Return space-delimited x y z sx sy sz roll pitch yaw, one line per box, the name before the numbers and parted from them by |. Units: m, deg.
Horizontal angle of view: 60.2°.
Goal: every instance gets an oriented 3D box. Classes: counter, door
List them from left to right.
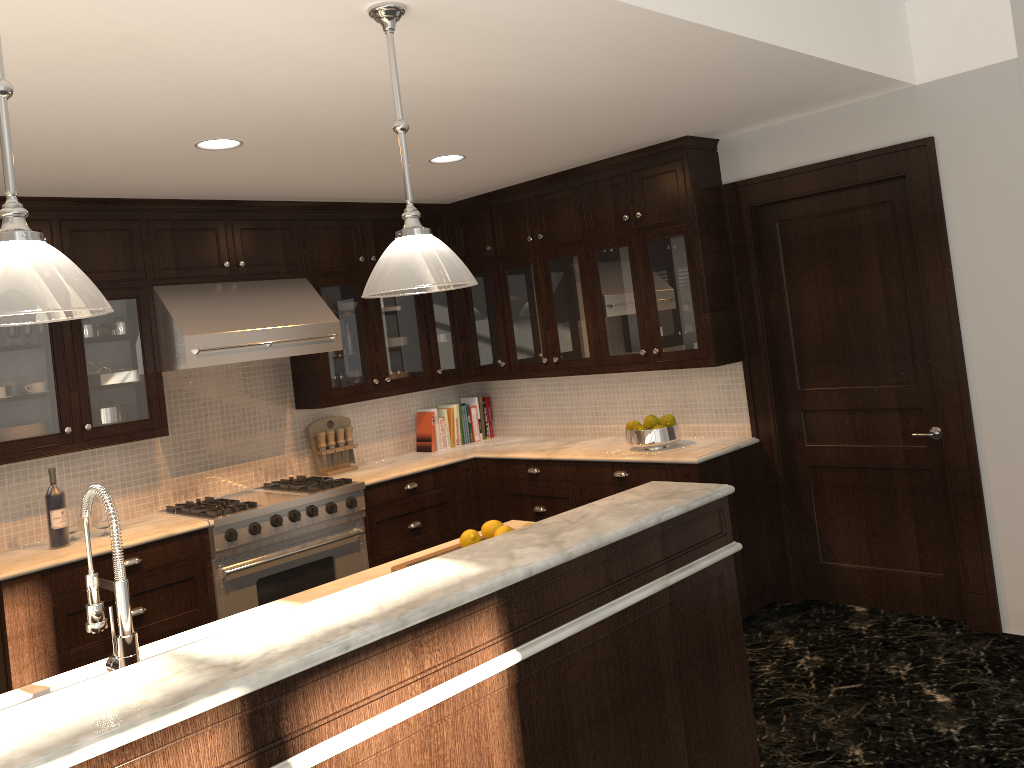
counter | -0.638 0.730 2.199 1.048 0.032 2.886 -3 5 45
counter | -0.402 0.531 1.953 0.326 0.032 2.872 -3 5 45
counter | -0.614 0.578 4.545 2.302 0.032 3.388 -3 5 45
door | 1.788 0.080 4.587 0.109 2.191 0.858 -5 -2 -45

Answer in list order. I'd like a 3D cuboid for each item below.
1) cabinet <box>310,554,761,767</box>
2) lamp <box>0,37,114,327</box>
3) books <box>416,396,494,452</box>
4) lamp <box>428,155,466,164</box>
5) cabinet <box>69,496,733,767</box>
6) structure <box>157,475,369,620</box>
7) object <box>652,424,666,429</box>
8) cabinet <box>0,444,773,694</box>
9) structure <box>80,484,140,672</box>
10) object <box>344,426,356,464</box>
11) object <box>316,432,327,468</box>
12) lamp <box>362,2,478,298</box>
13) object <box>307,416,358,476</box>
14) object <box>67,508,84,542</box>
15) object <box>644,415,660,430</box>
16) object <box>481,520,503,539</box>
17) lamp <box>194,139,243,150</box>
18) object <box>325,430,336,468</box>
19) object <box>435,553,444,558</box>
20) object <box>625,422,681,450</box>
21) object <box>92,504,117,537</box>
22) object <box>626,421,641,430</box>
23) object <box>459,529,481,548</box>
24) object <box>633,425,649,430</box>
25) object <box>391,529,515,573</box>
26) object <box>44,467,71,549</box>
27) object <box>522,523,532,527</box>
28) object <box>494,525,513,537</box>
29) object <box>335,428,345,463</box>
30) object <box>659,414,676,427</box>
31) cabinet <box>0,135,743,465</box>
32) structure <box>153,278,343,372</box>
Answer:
cabinet | -0.584 1.169 2.191 2.865 0.915 1.020 -10 3 -45
lamp | -0.992 -0.514 1.722 0.319 0.785 0.315 -6 -1 -31
books | -0.415 0.275 6.249 0.193 0.312 0.607 -7 2 45
lamp | -0.345 -1.234 4.594 0.198 0.137 0.197 -7 2 -10
cabinet | -0.398 0.624 1.943 0.291 0.153 2.854 -5 4 45
structure | -1.340 1.018 4.902 0.911 0.840 0.714 -8 1 -45
object | 0.824 0.274 4.912 0.091 0.098 0.092 -7 1 -15
cabinet | -0.558 1.033 4.531 2.302 0.882 3.388 -4 4 45
structure | -0.922 0.494 2.010 0.242 0.532 0.051 -8 -2 45
object | -1.031 0.388 5.627 0.061 0.238 0.061 -7 -1 9
object | -1.175 0.410 5.482 0.060 0.229 0.061 -8 -2 27
lamp | -0.298 -0.643 2.417 0.319 0.785 0.315 -6 -1 -31
object | -1.112 0.383 5.562 0.318 0.350 0.109 -8 0 -45
object | -2.159 0.690 4.322 0.112 0.151 0.113 -7 0 38
object | 0.791 0.223 4.980 0.095 0.100 0.091 -7 1 22
object | -0.066 0.524 3.163 0.083 0.072 0.080 -8 1 -30
lamp | -1.236 -1.068 3.701 0.197 0.137 0.198 -7 2 10
object | -1.128 0.406 5.529 0.061 0.238 0.061 -7 -1 15
object | -0.162 0.584 2.888 0.042 0.014 0.329 -9 4 -34
object | 0.796 0.299 4.996 0.316 0.122 0.320 -5 4 39
object | -2.009 0.670 4.350 0.112 0.151 0.113 -7 0 38
object | 0.692 0.256 5.009 0.090 0.099 0.093 -7 1 13
object | -0.144 0.542 3.062 0.082 0.074 0.080 -6 1 33
object | 0.726 0.275 4.941 0.100 0.097 0.091 -8 1 -27
object | -0.085 0.583 3.017 0.382 0.021 0.671 -3 5 45
object | -2.165 0.585 4.191 0.095 0.379 0.094 -6 -2 -29
object | 0.062 0.517 3.059 0.074 0.069 0.063 -7 1 8
object | -0.026 0.526 3.052 0.081 0.072 0.082 -8 2 -34
object | -1.078 0.391 5.580 0.061 0.226 0.061 -7 -1 15
object | 0.874 0.218 4.948 0.092 0.098 0.091 -7 1 16
cabinet | -0.745 -0.490 4.584 3.387 1.257 2.294 -10 4 -45
structure | -1.527 -0.362 4.964 0.936 0.478 0.636 -9 3 -45
